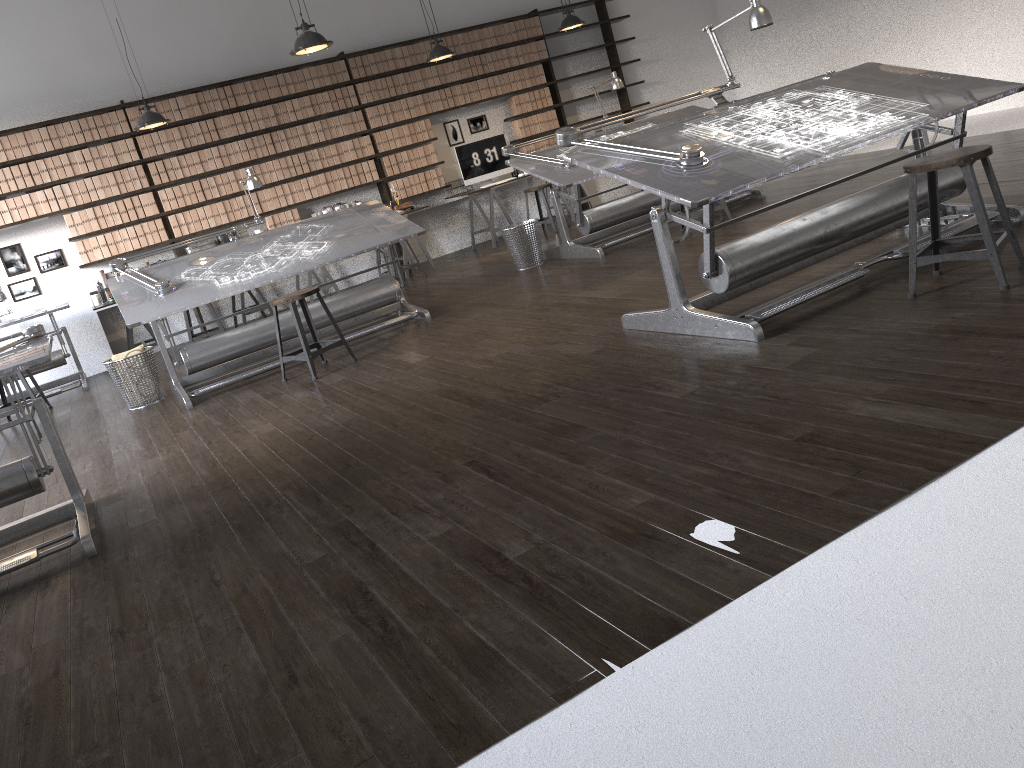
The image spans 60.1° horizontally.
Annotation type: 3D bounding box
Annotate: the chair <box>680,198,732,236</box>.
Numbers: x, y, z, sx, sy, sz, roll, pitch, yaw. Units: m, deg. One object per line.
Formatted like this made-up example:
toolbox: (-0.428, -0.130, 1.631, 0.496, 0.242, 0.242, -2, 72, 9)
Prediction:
chair: (1.461, -1.469, 6.903, 0.371, 0.522, 0.362, -15, 13, 5)

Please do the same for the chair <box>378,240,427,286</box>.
chair: (-1.180, -1.271, 9.021, 0.357, 0.522, 0.376, -6, 16, 38)

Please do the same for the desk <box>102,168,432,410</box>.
desk: (-1.839, -0.811, 6.297, 2.296, 1.373, 1.080, -22, 14, -23)

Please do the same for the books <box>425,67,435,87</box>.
books: (-0.963, -3.476, 10.086, 0.067, 0.223, 0.175, -22, 14, -23)

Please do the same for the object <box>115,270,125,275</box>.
object: (-3.903, -1.078, 8.871, 0.094, 0.127, 0.095, -15, 13, 7)

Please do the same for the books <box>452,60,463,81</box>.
books: (-0.658, -3.601, 10.225, 0.067, 0.223, 0.175, -22, 14, -23)

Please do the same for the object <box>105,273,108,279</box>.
object: (-4.042, -1.037, 8.829, 0.071, 0.128, 0.073, -11, 14, 23)

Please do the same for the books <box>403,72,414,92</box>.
books: (-1.193, -3.381, 9.981, 0.067, 0.223, 0.175, -22, 14, -23)

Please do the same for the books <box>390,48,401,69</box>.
books: (-1.327, -3.613, 9.895, 0.067, 0.223, 0.175, -22, 14, -23)

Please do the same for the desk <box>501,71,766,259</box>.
desk: (1.021, -2.003, 7.639, 2.083, 1.373, 1.080, -22, 14, -23)

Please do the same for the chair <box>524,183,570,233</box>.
chair: (0.354, -1.918, 9.770, 0.370, 0.522, 0.363, -8, 15, 34)

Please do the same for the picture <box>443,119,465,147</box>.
picture: (-0.687, -2.962, 10.449, 0.203, 0.282, 0.022, -22, 13, -24)

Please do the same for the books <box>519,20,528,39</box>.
books: (0.096, -4.206, 10.563, 0.067, 0.223, 0.175, -22, 14, -23)

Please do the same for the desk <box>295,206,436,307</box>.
desk: (-1.655, -1.331, 9.468, 1.680, 0.663, 0.658, -22, 15, -23)

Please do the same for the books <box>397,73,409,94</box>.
books: (-1.251, -3.355, 9.949, 0.067, 0.223, 0.175, -22, 14, -23)

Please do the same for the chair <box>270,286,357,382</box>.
chair: (-1.293, -0.319, 5.603, 0.371, 0.522, 0.363, -4, 18, 43)

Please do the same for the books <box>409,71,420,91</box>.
books: (-1.132, -3.406, 10.009, 0.067, 0.223, 0.175, -22, 14, -23)

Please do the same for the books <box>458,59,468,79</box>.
books: (-0.597, -3.627, 10.254, 0.067, 0.223, 0.175, -22, 14, -23)

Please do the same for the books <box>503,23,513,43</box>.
books: (-0.081, -4.132, 10.479, 0.067, 0.223, 0.175, -22, 14, -23)

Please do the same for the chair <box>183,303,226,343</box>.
chair: (-2.895, -0.577, 8.293, 0.373, 0.522, 0.360, -20, 13, -15)

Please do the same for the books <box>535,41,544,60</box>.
books: (0.294, -4.000, 10.677, 0.067, 0.223, 0.175, -22, 14, -23)

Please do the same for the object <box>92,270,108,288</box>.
object: (-4.031, -1.020, 8.684, 0.107, 0.175, 0.108, -21, 14, -21)

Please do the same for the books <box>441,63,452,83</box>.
books: (-0.783, -3.552, 10.174, 0.067, 0.223, 0.175, -22, 14, -23)

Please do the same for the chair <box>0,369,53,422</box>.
chair: (-4.050, 0.050, 7.210, 0.373, 0.522, 0.360, -20, 13, -15)

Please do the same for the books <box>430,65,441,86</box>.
books: (-0.900, -3.501, 10.113, 0.067, 0.223, 0.175, -22, 14, -23)

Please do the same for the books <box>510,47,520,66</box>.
books: (-0.003, -3.876, 10.536, 0.067, 0.223, 0.175, -22, 14, -23)

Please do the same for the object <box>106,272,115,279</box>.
object: (-3.970, -1.049, 8.796, 0.070, 0.129, 0.071, -13, 13, 14)

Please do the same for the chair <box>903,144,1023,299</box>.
chair: (1.774, -0.651, 3.525, 0.371, 0.522, 0.363, -4, 18, 43)

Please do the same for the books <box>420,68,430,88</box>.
books: (-1.017, -3.454, 10.062, 0.067, 0.223, 0.175, -22, 14, -23)

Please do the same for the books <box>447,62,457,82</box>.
books: (-0.722, -3.576, 10.199, 0.067, 0.223, 0.175, -22, 14, -23)

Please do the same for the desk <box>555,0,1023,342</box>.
desk: (1.319, -1.182, 4.267, 2.083, 1.373, 1.080, -22, 14, -23)

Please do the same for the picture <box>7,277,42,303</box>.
picture: (-4.724, -0.914, 8.580, 0.253, 0.181, 0.023, -22, 13, -23)

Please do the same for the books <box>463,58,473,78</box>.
books: (-0.545, -3.650, 10.283, 0.067, 0.223, 0.175, -22, 14, -23)

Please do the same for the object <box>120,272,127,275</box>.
object: (-3.838, -1.059, 8.780, 0.062, 0.093, 0.062, -26, 16, -37)

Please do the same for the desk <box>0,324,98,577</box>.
desk: (-2.411, 0.220, 3.477, 1.278, 1.177, 1.176, -22, 14, -23)

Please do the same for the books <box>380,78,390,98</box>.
books: (-1.441, -3.277, 9.865, 0.067, 0.223, 0.175, -22, 14, -23)

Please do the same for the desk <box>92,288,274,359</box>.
desk: (-3.161, -0.704, 8.761, 1.680, 0.663, 0.658, -22, 15, -23)

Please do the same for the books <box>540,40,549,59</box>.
books: (0.349, -4.022, 10.701, 0.067, 0.223, 0.175, -22, 14, -23)

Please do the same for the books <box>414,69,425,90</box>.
books: (-1.072, -3.429, 10.031, 0.067, 0.223, 0.175, -22, 14, -23)

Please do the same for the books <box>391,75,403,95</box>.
books: (-1.314, -3.330, 9.925, 0.067, 0.223, 0.175, -22, 14, -23)

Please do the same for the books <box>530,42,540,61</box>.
books: (0.239, -3.976, 10.647, 0.067, 0.223, 0.175, -22, 14, -23)

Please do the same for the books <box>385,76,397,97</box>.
books: (-1.375, -3.303, 9.890, 0.067, 0.223, 0.175, -22, 14, -23)

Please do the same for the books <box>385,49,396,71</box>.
books: (-1.382, -3.589, 9.864, 0.067, 0.223, 0.175, -22, 14, -23)

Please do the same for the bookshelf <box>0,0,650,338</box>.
bookshelf: (-2.169, -1.831, 9.699, 9.241, 3.175, 0.374, -23, 13, -23)

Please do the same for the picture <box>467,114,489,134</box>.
picture: (-0.407, -3.100, 10.578, 0.253, 0.181, 0.023, -22, 13, -23)

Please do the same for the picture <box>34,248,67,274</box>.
picture: (-4.513, -1.202, 8.664, 0.253, 0.181, 0.023, -22, 13, -23)

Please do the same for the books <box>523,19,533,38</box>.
books: (0.159, -4.233, 10.594, 0.067, 0.223, 0.175, -22, 14, -23)

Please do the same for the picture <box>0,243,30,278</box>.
picture: (-4.796, -1.191, 8.525, 0.203, 0.282, 0.022, -22, 13, -24)

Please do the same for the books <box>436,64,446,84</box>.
books: (-0.842, -3.527, 10.145, 0.067, 0.223, 0.175, -22, 14, -23)

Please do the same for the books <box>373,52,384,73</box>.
books: (-1.503, -3.541, 9.814, 0.067, 0.223, 0.175, -22, 14, -23)

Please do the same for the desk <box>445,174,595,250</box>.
desk: (0.171, -2.092, 10.325, 1.680, 0.663, 0.658, -22, 15, -23)

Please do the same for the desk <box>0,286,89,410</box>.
desk: (-4.601, -0.322, 8.035, 1.278, 1.087, 1.075, -22, 14, -23)

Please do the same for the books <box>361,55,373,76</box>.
books: (-1.624, -3.490, 9.758, 0.067, 0.223, 0.175, -22, 14, -23)

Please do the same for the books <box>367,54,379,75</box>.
books: (-1.561, -3.515, 9.782, 0.067, 0.223, 0.175, -22, 14, -23)

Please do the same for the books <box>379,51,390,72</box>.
books: (-1.442, -3.566, 9.843, 0.067, 0.223, 0.175, -22, 14, -23)
